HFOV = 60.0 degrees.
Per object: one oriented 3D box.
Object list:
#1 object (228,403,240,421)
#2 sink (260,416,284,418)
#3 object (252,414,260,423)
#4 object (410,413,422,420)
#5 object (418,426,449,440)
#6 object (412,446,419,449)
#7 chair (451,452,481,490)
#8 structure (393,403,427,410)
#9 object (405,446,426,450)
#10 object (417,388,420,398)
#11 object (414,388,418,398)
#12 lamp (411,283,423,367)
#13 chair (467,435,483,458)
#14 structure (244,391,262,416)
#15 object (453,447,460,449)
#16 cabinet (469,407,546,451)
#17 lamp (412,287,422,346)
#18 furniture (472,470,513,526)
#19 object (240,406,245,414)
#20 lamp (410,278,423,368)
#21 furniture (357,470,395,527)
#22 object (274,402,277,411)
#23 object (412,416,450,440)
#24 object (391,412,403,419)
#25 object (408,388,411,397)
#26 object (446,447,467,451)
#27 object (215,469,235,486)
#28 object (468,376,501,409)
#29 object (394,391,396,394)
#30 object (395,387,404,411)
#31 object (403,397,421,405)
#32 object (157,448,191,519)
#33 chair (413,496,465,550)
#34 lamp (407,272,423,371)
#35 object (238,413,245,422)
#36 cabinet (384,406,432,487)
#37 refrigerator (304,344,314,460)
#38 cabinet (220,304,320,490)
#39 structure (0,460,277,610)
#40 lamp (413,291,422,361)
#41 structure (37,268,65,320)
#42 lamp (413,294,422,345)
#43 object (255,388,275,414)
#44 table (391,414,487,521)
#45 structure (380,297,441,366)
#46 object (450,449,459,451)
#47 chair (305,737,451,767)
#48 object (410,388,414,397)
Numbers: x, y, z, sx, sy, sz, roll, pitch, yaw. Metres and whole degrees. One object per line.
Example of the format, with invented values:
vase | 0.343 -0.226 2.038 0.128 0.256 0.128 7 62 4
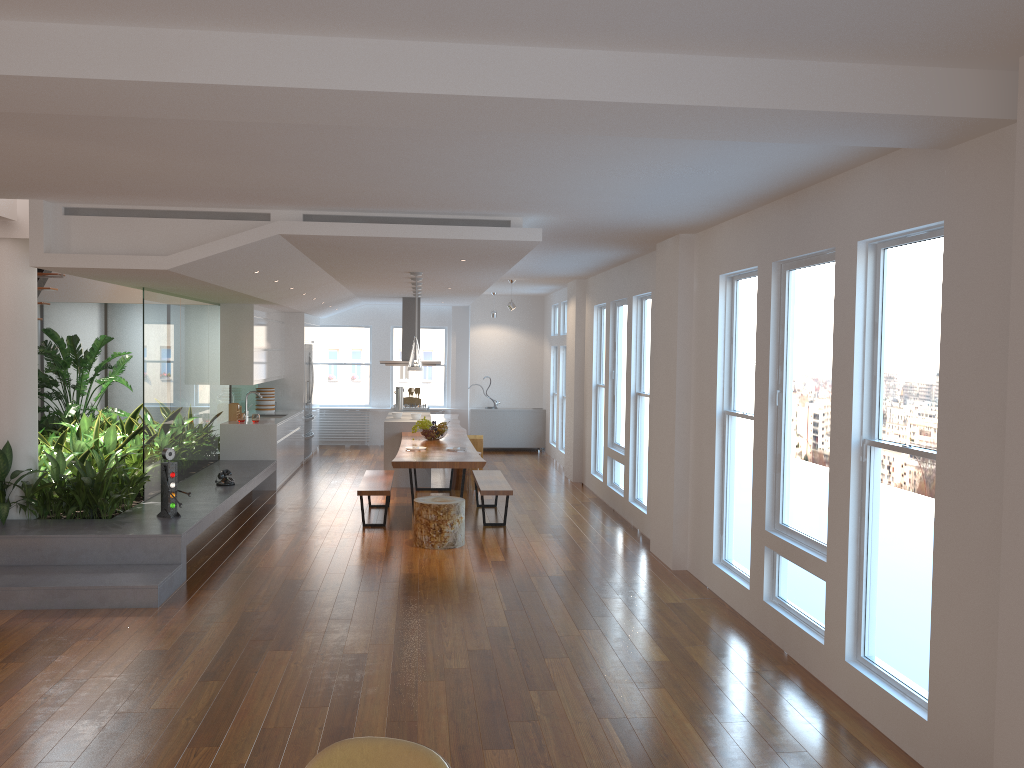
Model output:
object | -3.530 0.355 11.274 0.104 0.222 0.200 1 2 -6
sink | -3.309 0.556 12.025 0.449 0.192 0.666 1 2 -6
object | -3.177 0.426 10.993 0.094 0.106 0.094 1 2 0
object | -1.254 0.423 11.590 0.152 0.082 0.152 3 3 45
object | -0.911 0.576 10.291 0.360 0.159 0.360 -1 3 -42
object | -1.009 0.671 9.304 0.070 0.030 0.079 -1 3 -43
chair | -0.591 1.097 11.238 0.396 0.455 0.402 0 2 -16
structure | -1.556 0.347 13.567 0.520 0.073 0.650 1 2 -6
object | -1.009 0.677 9.304 0.222 0.020 0.222 2 3 35
object | -1.479 0.207 14.029 0.057 0.294 0.030 1 2 -6
object | -1.514 0.208 14.007 0.068 0.298 0.039 1 2 -6
lamp | -1.119 -0.722 10.380 0.160 1.060 0.160 2 2 21
chair | -0.612 1.016 13.461 0.344 0.430 0.549 1 2 -2
structure | -3.503 0.356 12.026 0.248 0.536 0.115 1 2 -6
object | -0.585 0.677 9.300 0.079 0.030 0.070 3 3 37
cabinet | -0.088 0.791 15.479 1.309 0.725 0.420 1 2 -6
lamp | -1.193 -0.752 11.099 0.160 1.060 0.160 2 2 21
furniture | -0.223 1.206 9.393 0.316 0.389 1.433 1 2 -6
object | -3.542 0.371 11.523 0.100 0.170 0.173 1 2 -4
lamp | -1.045 -0.693 9.661 0.160 1.060 0.160 2 2 21
furniture | -1.409 1.193 9.270 0.316 0.389 1.433 1 2 -6
object | -3.575 0.306 12.962 0.265 0.196 0.284 2 3 36
object | -0.937 0.513 10.300 0.394 0.284 0.292 -1 3 -42
object | -1.515 0.416 11.688 0.152 0.082 0.152 2 3 33
object | -1.614 0.205 14.014 0.061 0.299 0.040 1 2 -8
object | -0.585 0.683 9.300 0.222 0.020 0.222 0 2 -14
object | -2.878 0.931 8.857 0.216 0.155 0.181 -1 3 -41
object | -0.457 0.145 15.371 0.590 0.563 0.210 -1 3 -35
object | -1.769 0.220 13.996 0.199 0.259 0.016 1 2 5
object | -1.649 0.222 13.092 0.120 0.356 0.172 3 3 42
object | -1.614 0.284 14.007 0.353 0.157 0.084 1 2 -6
object | -2.716 0.800 7.142 0.318 0.565 0.134 2 3 30
chair | -0.656 1.244 8.003 0.460 0.400 0.460 1 2 4
lamp | -0.971 -0.664 8.943 0.160 1.060 0.160 2 2 21
object | -3.362 0.422 11.021 0.094 0.106 0.094 1 2 0
cabinet | -1.470 0.835 12.671 0.597 0.832 2.936 1 2 -6
refrigerator | -3.455 0.268 13.785 0.725 1.772 0.908 1 2 -6
cabinet | -3.431 0.082 13.033 0.676 2.280 4.565 1 2 -6
structure | -4.192 1.194 8.556 3.088 0.386 5.584 1 2 -6
lamp | -1.267 -0.781 11.817 0.160 1.060 0.160 2 2 21
structure | -4.439 -0.919 9.111 2.552 4.265 4.591 1 2 -6
lamp | -1.341 -0.810 12.536 0.160 1.060 0.160 2 2 21
object | -3.501 0.239 12.579 0.267 0.356 0.266 2 2 20
table | -0.995 0.958 11.320 0.893 0.704 5.996 1 2 -6
structure | -1.531 -0.982 13.488 0.909 1.405 0.900 1 2 -6
object | -0.561 0.687 9.196 0.158 0.017 0.019 0 2 -11
chair | -0.380 1.328 1.895 0.856 0.752 0.867 3 3 44
object | -1.578 0.206 13.998 0.057 0.299 0.019 1 2 -6
